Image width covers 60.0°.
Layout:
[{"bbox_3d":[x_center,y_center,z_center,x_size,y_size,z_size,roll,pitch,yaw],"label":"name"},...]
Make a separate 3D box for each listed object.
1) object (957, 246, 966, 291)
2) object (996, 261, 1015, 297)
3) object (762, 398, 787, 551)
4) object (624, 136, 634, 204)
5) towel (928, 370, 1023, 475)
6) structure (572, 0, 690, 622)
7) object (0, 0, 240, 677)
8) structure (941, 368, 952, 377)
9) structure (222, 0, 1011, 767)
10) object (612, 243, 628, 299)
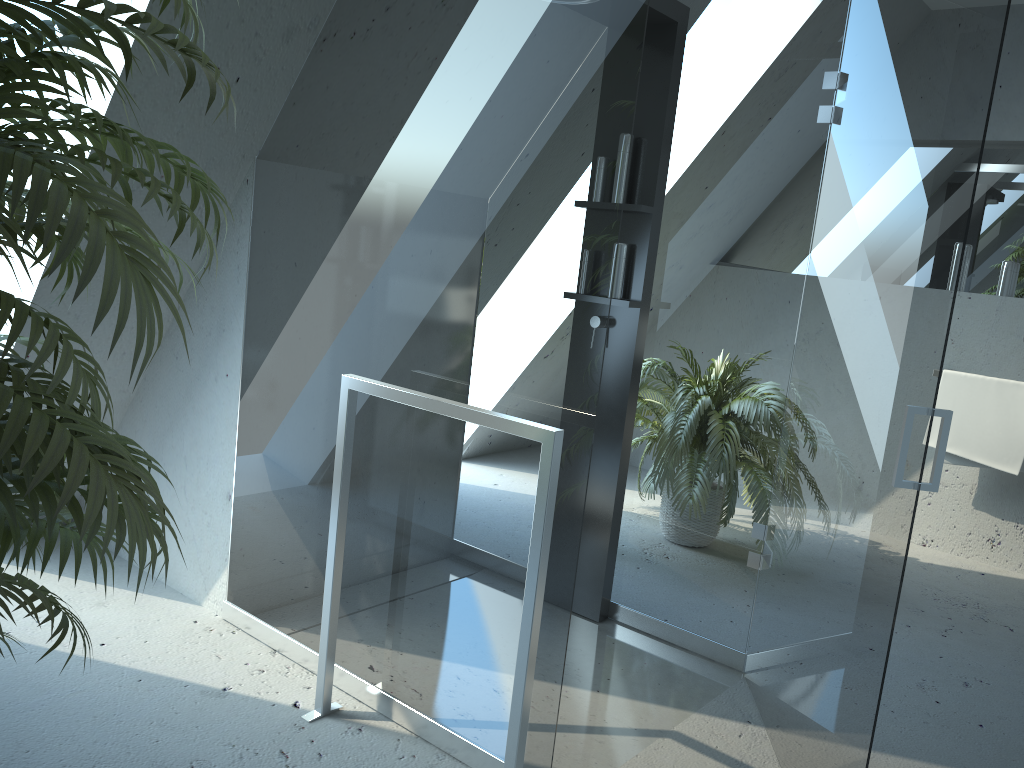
[{"bbox_3d":[2.094,-0.551,4.173,0.045,0.225,0.045,10,9,23],"label":"object"},{"bbox_3d":[2.254,-0.481,4.048,0.052,0.160,0.052,10,9,23],"label":"object"},{"bbox_3d":[0.844,0.261,3.853,1.132,0.893,1.112,9,9,16],"label":"object"},{"bbox_3d":[0.347,-0.672,2.772,0.043,0.215,0.043,10,9,23],"label":"object"},{"bbox_3d":[2.084,0.180,3.914,0.455,0.429,0.063,13,11,39],"label":"towel"},{"bbox_3d":[0.147,-0.185,2.699,0.250,1.978,0.612,13,11,38],"label":"structure"},{"bbox_3d":[-0.853,-0.080,1.098,1.020,2.034,0.980,6,9,-3],"label":"object"},{"bbox_3d":[2.162,-0.012,3.956,0.480,0.030,0.206,13,11,38],"label":"structure"},{"bbox_3d":[0.216,-0.184,2.291,1.835,2.114,1.184,13,11,38],"label":"structure"},{"bbox_3d":[0.335,-0.359,2.807,0.043,0.175,0.023,8,9,8],"label":"object"}]
